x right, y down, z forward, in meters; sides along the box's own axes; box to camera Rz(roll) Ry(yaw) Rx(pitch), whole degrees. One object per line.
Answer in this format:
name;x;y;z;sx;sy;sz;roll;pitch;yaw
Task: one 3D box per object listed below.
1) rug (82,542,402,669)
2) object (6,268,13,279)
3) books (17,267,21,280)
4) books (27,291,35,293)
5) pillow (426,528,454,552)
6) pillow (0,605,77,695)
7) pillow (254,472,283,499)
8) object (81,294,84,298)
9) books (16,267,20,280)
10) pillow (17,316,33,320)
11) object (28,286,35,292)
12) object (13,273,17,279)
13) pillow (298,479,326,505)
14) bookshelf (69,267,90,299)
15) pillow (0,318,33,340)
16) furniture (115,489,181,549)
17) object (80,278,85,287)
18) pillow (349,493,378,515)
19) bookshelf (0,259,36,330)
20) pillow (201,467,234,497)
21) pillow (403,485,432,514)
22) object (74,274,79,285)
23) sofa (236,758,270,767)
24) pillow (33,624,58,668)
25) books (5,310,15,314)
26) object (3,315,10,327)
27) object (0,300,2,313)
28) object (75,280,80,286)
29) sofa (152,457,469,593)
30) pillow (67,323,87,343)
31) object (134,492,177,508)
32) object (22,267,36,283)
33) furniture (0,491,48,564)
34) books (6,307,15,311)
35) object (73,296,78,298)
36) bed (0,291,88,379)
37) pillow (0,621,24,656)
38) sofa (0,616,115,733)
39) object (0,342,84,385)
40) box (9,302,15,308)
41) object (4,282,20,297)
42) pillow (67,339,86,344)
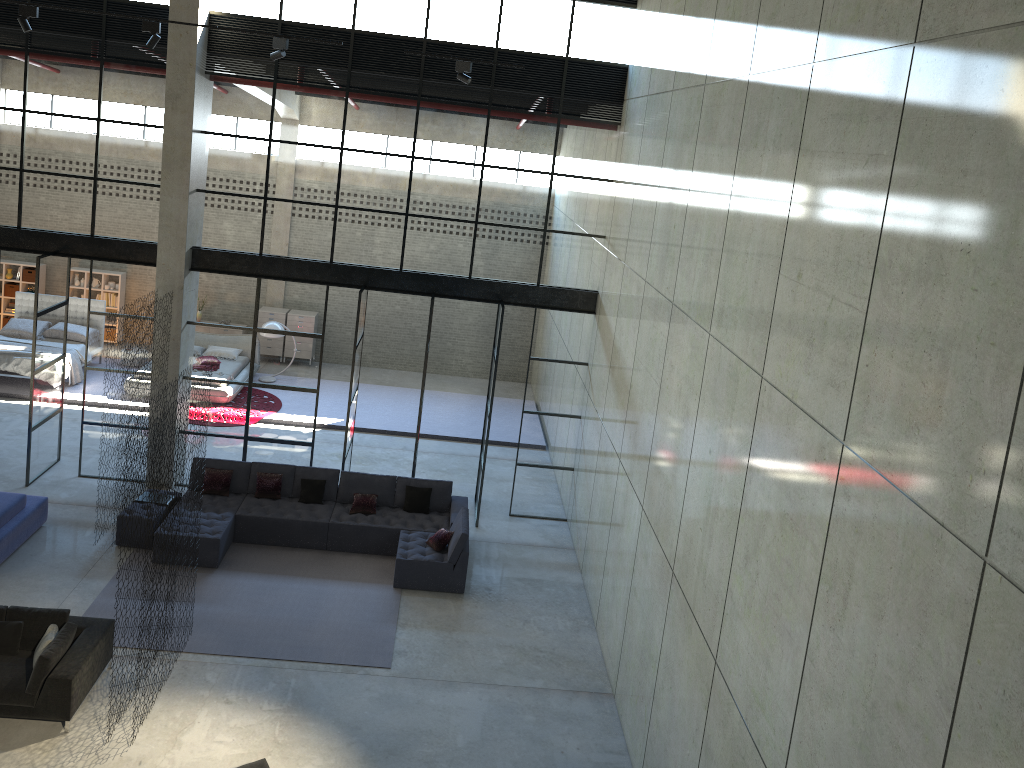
rug;-3.242;2.661;11.108;3.621;0.019;2.725;6;16;-4
object;-11.885;-2.599;20.754;0.153;0.243;0.158;5;10;-13
books;-11.658;-2.642;20.883;0.087;0.313;0.259;6;11;-5
books;-11.441;-2.178;20.949;0.256;0.046;0.219;6;15;-4
pillow;-0.965;2.100;12.046;0.338;0.282;0.354;0;14;-30
pillow;-4.948;2.518;8.822;1.599;0.410;0.754;14;15;24
pillow;-3.577;1.498;12.902;0.405;0.369;0.197;6;10;-4
object;-10.261;-2.031;20.986;0.099;0.199;0.101;9;10;12
books;-11.691;-2.645;20.881;0.087;0.313;0.259;6;11;-5
pillow;-10.237;-1.228;18.881;1.051;0.316;0.503;6;13;-4
object;-11.419;-2.263;20.943;0.259;0.131;0.060;6;9;-4
object;-11.844;-2.581;20.916;0.185;0.129;0.189;-4;17;-40
pillow;-2.947;1.595;12.947;0.383;0.328;0.224;6;10;-7
bookshelf;-10.004;-1.860;21.078;1.238;1.723;0.337;6;8;-4
pillow;-10.315;-1.149;18.572;1.025;0.366;0.684;7;14;-1
furniture;-5.074;1.872;12.296;0.509;0.445;0.986;7;14;0
object;-10.250;-2.433;20.955;0.101;0.199;0.101;11;10;23
pillow;-2.173;1.769;12.909;0.383;0.226;0.335;6;13;-4
bookshelf;-11.869;-2.046;20.938;1.238;1.723;0.337;6;8;-4
pillow;-4.319;1.437;12.842;0.413;0.338;0.241;6;10;-3
pillow;-1.407;1.727;13.057;0.400;0.375;0.202;6;10;-4
object;-10.411;-2.496;20.989;0.095;0.257;0.096;-1;12;-43
sofa;-3.602;3.654;6.384;4.060;0.551;1.512;-1;16;-25
pillow;-4.621;2.605;8.699;0.207;0.309;0.351;2;13;-25
books;-11.911;-1.742;20.997;0.308;0.054;0.236;6;15;-4
object;-11.941;-1.451;21.006;0.323;0.291;0.333;6;12;-4
object;-12.283;-1.887;20.924;0.323;0.291;0.333;6;12;-4
object;-10.344;-2.403;20.887;0.110;0.153;0.112;8;11;7
sofa;-2.683;1.923;12.397;4.142;0.852;1.878;6;14;-4
pillow;-9.394;-1.113;18.733;0.977;0.286;0.711;6;15;-2
object;-5.048;1.656;12.412;0.517;0.097;0.309;7;15;1
object;-11.392;-2.595;20.872;0.323;0.291;0.333;6;12;-4
furniture;-6.873;1.807;11.438;0.947;0.542;1.581;6;15;-5
books;-11.904;-1.796;20.990;0.282;0.054;0.236;6;15;-4
object;-10.440;-2.022;20.956;0.152;0.161;0.157;3;12;-21
bed;-9.843;-0.911;18.092;2.214;1.387;2.383;6;14;-5
pillow;-5.088;2.531;8.779;0.342;0.301;0.192;6;10;-7
sofa;-5.237;2.794;8.737;2.102;0.550;1.112;6;14;-4
object;-9.848;-0.447;17.663;2.277;0.646;0.669;7;12;-1
box;-11.896;-1.881;20.999;0.213;0.106;0.135;6;13;-4
object;-11.835;-2.246;20.897;0.323;0.291;0.333;6;12;-4
pillow;-9.404;-1.041;18.821;0.957;0.324;0.736;6;14;-4
